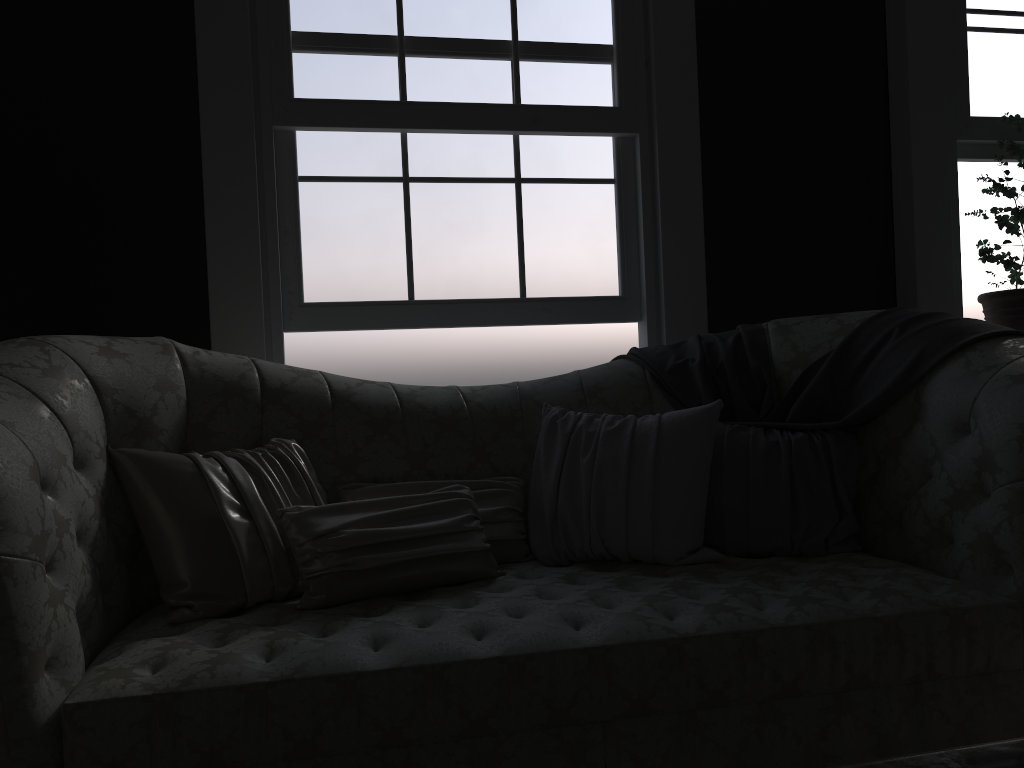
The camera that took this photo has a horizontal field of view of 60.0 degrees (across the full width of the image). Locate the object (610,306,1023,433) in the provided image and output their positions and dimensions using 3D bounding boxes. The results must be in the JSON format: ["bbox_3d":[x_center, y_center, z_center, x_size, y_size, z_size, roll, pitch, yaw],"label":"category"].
[{"bbox_3d":[0.917,0.072,2.777,1.367,0.585,0.516,-3,0,37],"label":"object"}]

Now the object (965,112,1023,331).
[{"bbox_3d":[2.149,-0.615,3.684,0.474,1.134,0.505,-2,1,27],"label":"object"}]

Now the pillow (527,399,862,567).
[{"bbox_3d":[0.524,0.266,2.537,0.964,0.461,0.405,-3,0,-5],"label":"pillow"}]

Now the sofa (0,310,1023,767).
[{"bbox_3d":[0.014,0.398,2.473,2.812,1.161,1.606,-3,0,-12],"label":"sofa"}]

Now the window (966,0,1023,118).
[{"bbox_3d":[2.494,-1.571,3.908,1.262,1.017,0.056,-3,1,-13],"label":"window"}]

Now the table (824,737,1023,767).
[{"bbox_3d":[0.387,0.639,0.313,1.448,0.558,1.092,-3,0,-13],"label":"table"}]

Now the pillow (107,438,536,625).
[{"bbox_3d":[-0.445,0.329,2.299,1.105,0.416,0.529,-3,0,-13],"label":"pillow"}]

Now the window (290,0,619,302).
[{"bbox_3d":[-0.196,-1.127,3.311,1.262,1.672,0.056,-3,1,-13],"label":"window"}]
